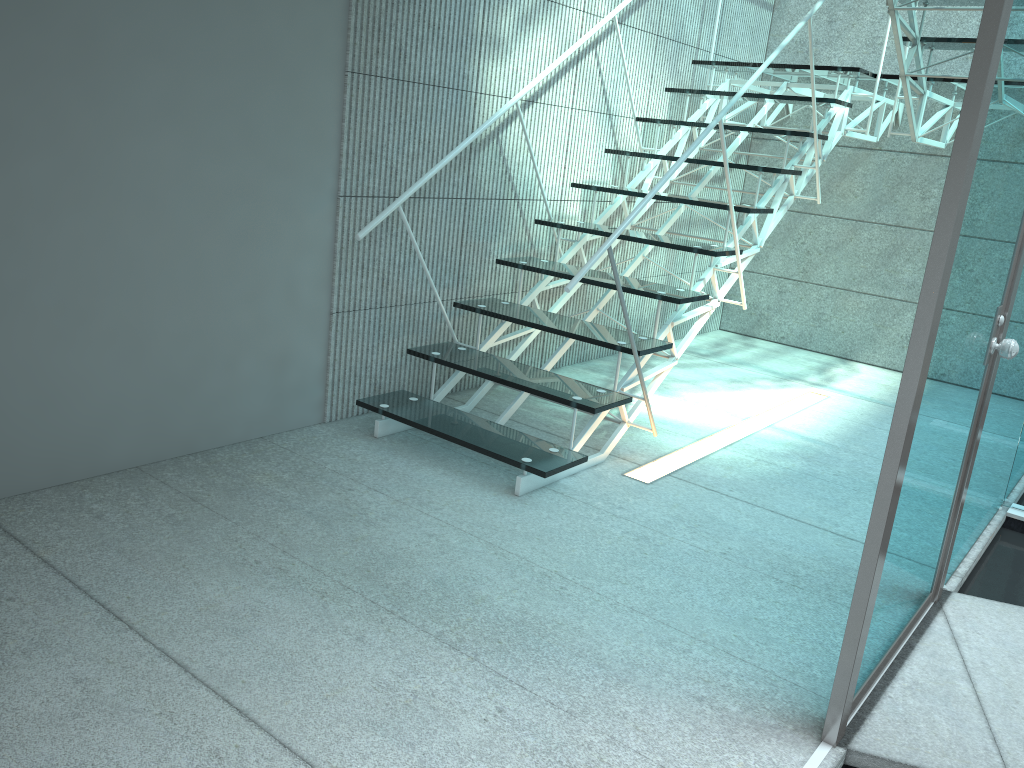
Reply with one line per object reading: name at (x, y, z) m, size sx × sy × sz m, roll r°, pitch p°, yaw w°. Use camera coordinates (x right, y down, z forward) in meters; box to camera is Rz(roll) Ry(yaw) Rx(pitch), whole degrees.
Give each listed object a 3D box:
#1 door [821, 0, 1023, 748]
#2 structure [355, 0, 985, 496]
door at (1.006, -0.349, 1.790) m, size 0.077 × 2.048 × 0.868 m, roll 16°, pitch 17°, yaw 35°
structure at (1.451, -2.729, 3.160) m, size 1.919 × 5.959 × 3.307 m, roll 17°, pitch 17°, yaw 35°
